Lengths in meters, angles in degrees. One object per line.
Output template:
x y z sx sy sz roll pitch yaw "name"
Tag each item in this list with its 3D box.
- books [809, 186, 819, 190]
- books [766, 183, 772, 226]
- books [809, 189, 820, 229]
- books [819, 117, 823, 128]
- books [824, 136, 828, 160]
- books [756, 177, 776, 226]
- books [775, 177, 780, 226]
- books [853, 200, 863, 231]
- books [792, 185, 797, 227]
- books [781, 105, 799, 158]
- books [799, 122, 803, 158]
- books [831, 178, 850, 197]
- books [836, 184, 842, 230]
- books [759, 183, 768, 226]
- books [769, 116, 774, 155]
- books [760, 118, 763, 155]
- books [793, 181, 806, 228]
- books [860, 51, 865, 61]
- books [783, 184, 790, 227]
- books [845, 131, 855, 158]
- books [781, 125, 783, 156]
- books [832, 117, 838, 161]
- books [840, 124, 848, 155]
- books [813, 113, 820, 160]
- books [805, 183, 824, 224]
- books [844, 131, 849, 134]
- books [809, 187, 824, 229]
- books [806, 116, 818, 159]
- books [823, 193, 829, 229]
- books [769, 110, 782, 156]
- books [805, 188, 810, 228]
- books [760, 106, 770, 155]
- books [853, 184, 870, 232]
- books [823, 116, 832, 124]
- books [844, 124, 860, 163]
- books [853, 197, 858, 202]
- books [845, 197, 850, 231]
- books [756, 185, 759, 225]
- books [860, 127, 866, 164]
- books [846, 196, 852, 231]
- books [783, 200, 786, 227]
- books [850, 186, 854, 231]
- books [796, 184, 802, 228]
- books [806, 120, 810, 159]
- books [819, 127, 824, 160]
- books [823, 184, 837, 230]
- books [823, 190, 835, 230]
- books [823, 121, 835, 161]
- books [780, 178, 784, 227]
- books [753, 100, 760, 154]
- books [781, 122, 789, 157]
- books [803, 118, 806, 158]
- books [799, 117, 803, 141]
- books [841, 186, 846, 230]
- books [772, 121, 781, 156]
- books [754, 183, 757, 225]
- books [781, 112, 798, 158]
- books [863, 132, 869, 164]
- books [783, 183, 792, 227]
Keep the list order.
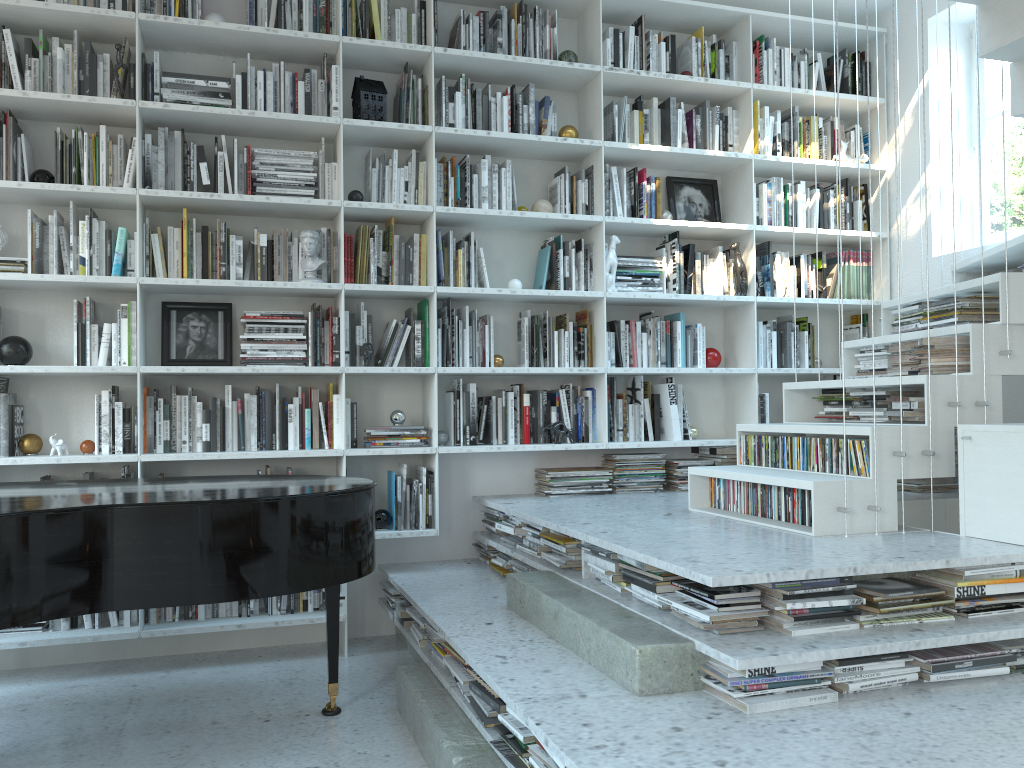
1.664 -0.948 4.933 0.010 0.273 0.130 0 -1 -18 "books"
1.346 -0.940 4.804 0.026 0.256 0.173 0 -1 -18 "books"
1.626 -0.935 4.889 0.045 0.245 0.177 0 -1 -18 "books"
1.672 -1.319 4.934 0.024 0.281 0.153 0 -1 -18 "books"
1.701 -1.270 4.942 0.034 0.182 0.156 0 -1 -18 "books"
1.369 -0.955 4.797 0.014 0.285 0.185 0 -1 -18 "books"
1.405 -0.960 4.835 0.022 0.297 0.162 0 -1 -18 "books"
1.889 -0.911 4.971 0.029 0.195 0.192 0 -1 -18 "books"
1.503 -0.942 4.854 0.024 0.259 0.156 0 -1 -18 "books"
1.493 -1.329 4.782 0.022 0.296 0.152 0 -1 -18 "books"
1.509 -1.284 4.790 0.014 0.206 0.184 0 -1 -18 "books"
1.849 -0.977 4.986 0.013 0.330 0.140 0 -1 -18 "books"
1.768 -0.951 4.938 0.013 0.277 0.188 0 -1 -18 "books"
1.315 -0.936 4.782 0.023 0.247 0.182 0 -1 -18 "books"
1.333 -1.292 4.729 0.049 0.223 0.161 0 -1 -18 "books"
1.275 -1.283 4.707 0.024 0.205 0.165 0 -1 -18 "books"
1.549 -0.954 4.872 0.030 0.283 0.166 0 -1 -18 "books"
1.959 -1.706 5.038 0.014 0.319 0.144 0 -1 -18 "books"
1.461 -0.942 4.841 0.013 0.260 0.158 0 -1 -18 "books"
1.853 -1.286 4.975 0.023 0.213 0.180 0 -1 -18 "books"
1.404 -1.278 4.803 0.038 0.199 0.170 0 -1 -18 "books"
1.762 -1.322 4.953 0.023 0.287 0.163 0 -1 -18 "books"
1.808 -1.306 4.963 0.070 0.254 0.154 0 -1 -18 "books"
1.646 -1.326 4.913 0.010 0.295 0.165 0 -1 -18 "books"
1.681 -0.958 4.934 0.024 0.291 0.132 0 -1 -18 "books"
1.867 -1.293 5.005 0.023 0.227 0.131 0 -1 -18 "books"
1.656 -0.941 4.905 0.023 0.258 0.184 0 -1 -18 "books"
1.574 -1.301 4.831 0.042 0.242 0.248 0 -1 -18 "books"
1.706 -0.930 4.942 0.028 0.237 0.146 0 -1 -18 "books"
1.387 -1.312 4.756 0.023 0.263 0.158 0 -1 -18 "books"
1.592 -0.939 4.900 0.012 0.254 0.161 0 -1 -18 "books"
1.301 -1.312 4.707 0.026 0.263 0.189 0 -1 -18 "books"
1.939 -0.959 4.993 0.042 0.292 0.186 0 -1 -18 "books"
1.742 -1.326 4.958 0.011 0.294 0.151 0 -1 -18 "books"
1.896 -1.308 4.999 0.029 0.258 0.163 0 -1 -18 "books"
1.903 -0.927 5.013 0.024 0.230 0.131 0 -1 -18 "books"
1.815 -0.919 4.948 0.025 0.211 0.188 0 -1 -18 "books"
1.283 -0.936 4.801 0.026 0.250 0.160 0 -1 -18 "books"
1.929 -1.303 5.009 0.040 0.246 0.160 0 -1 -18 "books"
1.836 -0.923 4.964 0.025 0.220 0.177 0 -1 -18 "books"
1.439 -0.901 4.848 0.027 0.179 0.157 0 -1 -18 "books"
1.864 -0.954 4.981 0.013 0.283 0.149 0 -1 -18 "books"
1.526 -0.943 4.859 0.022 0.262 0.172 0 -1 -18 "books"
1.555 -1.292 4.801 0.013 0.222 0.174 0 -1 -18 "books"
1.662 -1.286 4.904 0.013 0.212 0.186 0 -1 -18 "books"
1.755 -0.954 4.938 0.012 0.283 0.151 0 -1 -18 "books"
1.735 -0.939 4.940 0.025 0.252 0.160 0 -1 -18 "books"
1.733 -1.310 4.932 0.022 0.261 0.160 0 -1 -18 "books"
1.424 -0.958 4.829 0.012 0.292 0.165 0 -1 -18 "books"
1.258 -1.327 4.702 0.010 0.294 0.183 0 -1 -18 "books"
1.445 -1.286 4.781 0.025 0.211 0.135 0 -1 -18 "books"
1.540 -1.299 4.807 0.012 0.237 0.165 0 -1 -18 "books"
1.524 -1.302 4.801 0.022 0.242 0.144 0 -1 -18 "books"
1.789 -0.947 4.942 0.028 0.268 0.173 0 -1 -18 "books"
1.370 -1.277 4.734 0.024 0.193 0.190 0 -1 -18 "books"
1.268 -0.938 4.783 0.012 0.254 0.161 0 -1 -18 "books"
1.473 -1.308 4.771 0.023 0.253 0.189 0 -1 -18 "books"
1.959 -1.288 4.999 0.011 0.216 0.170 0 -1 -18 "books"
1.477 -0.947 4.856 0.025 0.271 0.152 0 -1 -18 "books"
